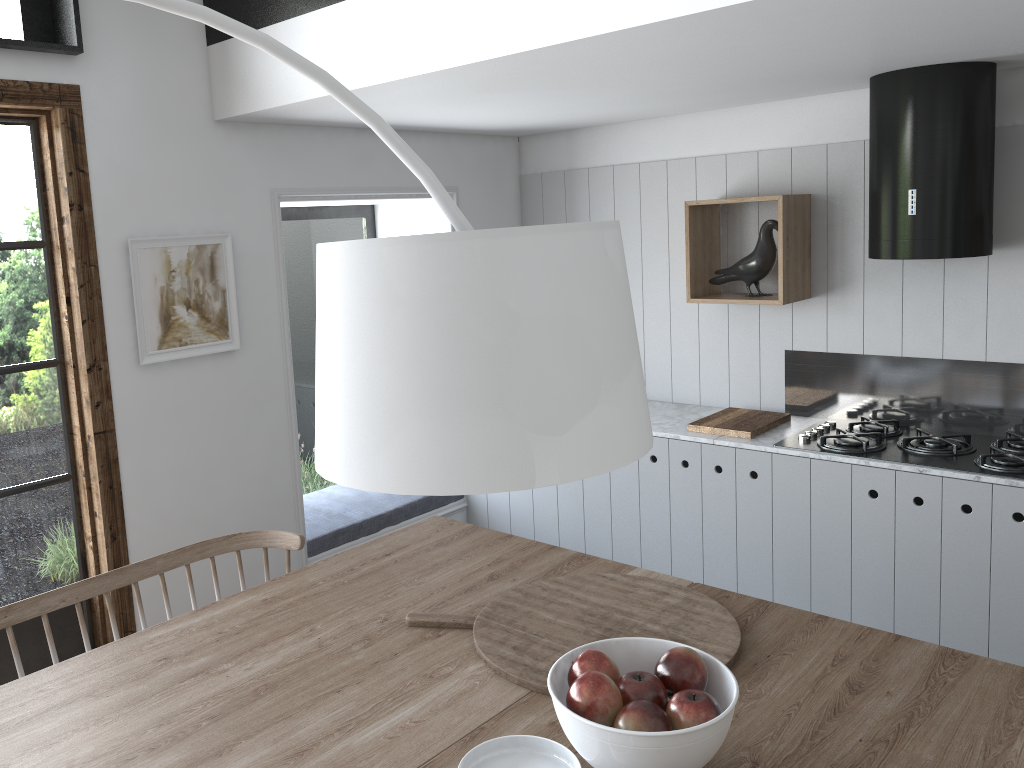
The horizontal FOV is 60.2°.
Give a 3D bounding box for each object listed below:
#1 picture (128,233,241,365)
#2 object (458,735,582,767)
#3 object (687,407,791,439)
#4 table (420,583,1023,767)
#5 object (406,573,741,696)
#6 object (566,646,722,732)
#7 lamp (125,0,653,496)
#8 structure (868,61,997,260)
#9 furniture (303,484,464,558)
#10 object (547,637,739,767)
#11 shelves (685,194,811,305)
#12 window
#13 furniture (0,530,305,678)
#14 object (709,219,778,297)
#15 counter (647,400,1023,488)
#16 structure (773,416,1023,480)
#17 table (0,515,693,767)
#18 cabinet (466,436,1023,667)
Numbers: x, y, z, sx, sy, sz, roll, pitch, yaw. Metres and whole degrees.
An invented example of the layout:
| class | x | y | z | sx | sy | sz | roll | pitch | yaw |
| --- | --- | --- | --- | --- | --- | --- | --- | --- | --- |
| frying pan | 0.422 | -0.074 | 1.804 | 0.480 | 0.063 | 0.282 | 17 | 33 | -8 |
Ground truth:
| class | x | y | z | sx | sy | sz | roll | pitch | yaw |
| --- | --- | --- | --- | --- | --- | --- | --- | --- | --- |
| picture | -1.269 | -0.339 | 3.433 | 0.030 | 0.467 | 0.425 | 4 | 11 | 41 |
| object | 0.013 | 0.661 | 1.473 | 0.219 | 0.035 | 0.212 | 1 | 11 | 21 |
| object | 0.997 | 0.167 | 3.872 | 0.299 | 0.030 | 0.391 | 6 | 14 | 41 |
| table | 0.193 | 1.087 | 1.259 | 0.964 | 0.744 | 1.997 | 5 | 13 | 41 |
| object | 0.175 | 0.563 | 1.998 | 0.664 | 0.023 | 0.613 | -8 | 12 | -25 |
| object | 0.218 | 0.559 | 1.492 | 0.252 | 0.166 | 0.237 | -3 | 9 | 3 |
| lamp | -2.275 | 0.707 | 0.585 | 5.128 | 2.010 | 0.893 | -7 | 9 | -21 |
| structure | 1.556 | -0.911 | 3.286 | 0.414 | 0.863 | 0.418 | -3 | 8 | -2 |
| furniture | -0.810 | 0.625 | 4.533 | 0.614 | 0.114 | 1.028 | 6 | 14 | 41 |
| object | 0.221 | 0.580 | 1.498 | 0.324 | 0.163 | 0.308 | 5 | 12 | 38 |
| shelves | 2.242 | -0.493 | 2.826 | 3.684 | 0.792 | 0.293 | 6 | 12 | 41 |
| window | -3.259 | 0.507 | 1.356 | 0.166 | 2.240 | 5.286 | 4 | 12 | 41 |
| furniture | -0.995 | 0.960 | 2.143 | 0.560 | 0.805 | 1.331 | 4 | 12 | 41 |
| object | 1.031 | -0.557 | 3.922 | 0.344 | 0.332 | 0.136 | 5 | 11 | 43 |
| counter | 2.269 | 0.326 | 2.760 | 6.308 | 0.020 | 0.567 | 6 | 14 | 41 |
| structure | 1.583 | 0.218 | 3.367 | 1.012 | 0.048 | 0.542 | 6 | 14 | 41 |
| table | -0.527 | 1.009 | 1.897 | 0.964 | 0.744 | 1.997 | 5 | 13 | 41 |
| cabinet | 2.106 | 0.755 | 2.602 | 6.305 | 0.742 | 0.010 | 6 | 11 | 41 |
